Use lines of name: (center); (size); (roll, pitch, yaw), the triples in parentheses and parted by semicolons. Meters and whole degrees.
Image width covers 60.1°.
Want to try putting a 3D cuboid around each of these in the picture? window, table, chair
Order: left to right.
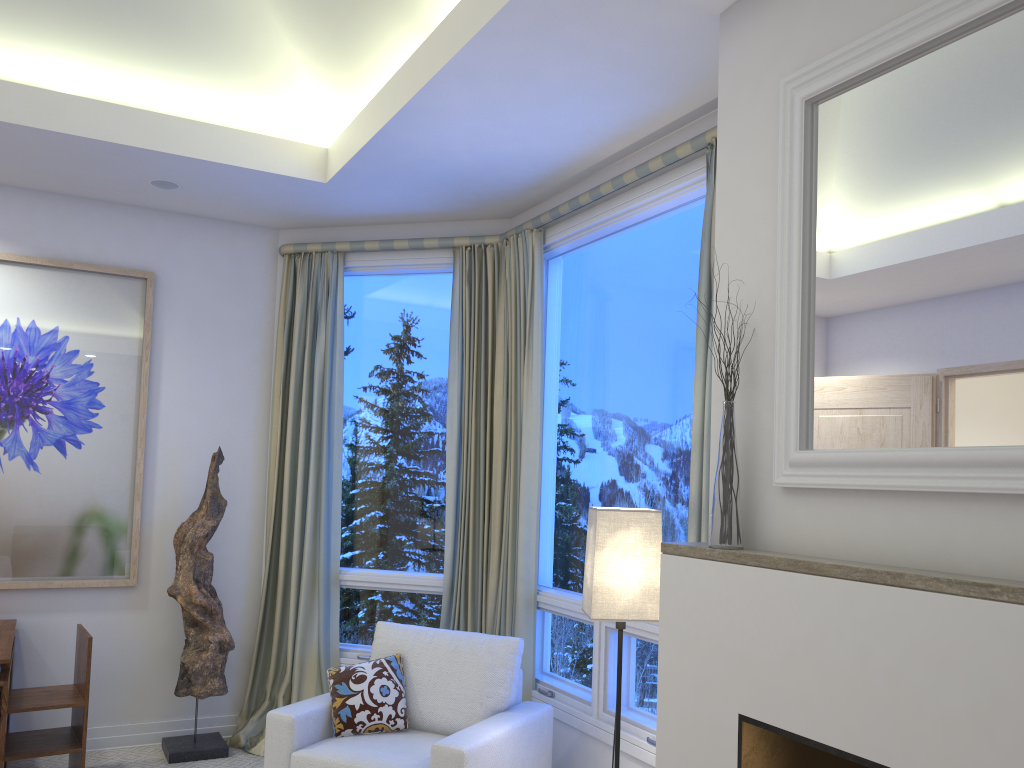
table: (-2.286, 1.257, 3.274); (0.741, 0.598, 0.902); (5, -6, -28)
chair: (-1.884, 1.290, 3.494); (0.341, 0.608, 0.341); (5, -5, -33)
chair: (-0.354, 1.258, 3.166); (0.806, 0.704, 0.690); (-1, -5, 27)
window: (0.457, 0.303, 3.319); (0.206, 2.020, 1.516); (4, -5, -28)
window: (0.814, 0.131, 1.646); (0.815, 2.018, 6.862); (4, -6, -28)

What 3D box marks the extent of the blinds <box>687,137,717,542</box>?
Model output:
blinds: (0.577, 0.396, 2.611); (0.228, 2.360, 0.662); (3, -4, -23)

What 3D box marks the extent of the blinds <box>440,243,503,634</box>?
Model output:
blinds: (-0.198, 0.519, 3.973); (0.524, 2.363, 0.270); (1, -3, 16)

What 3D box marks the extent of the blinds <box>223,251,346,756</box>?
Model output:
blinds: (-1.058, 0.511, 4.195); (0.642, 2.367, 0.295); (1, -3, 14)

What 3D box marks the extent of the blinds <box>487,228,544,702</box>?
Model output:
blinds: (-0.069, 0.509, 3.829); (0.267, 2.360, 0.525); (4, -4, -35)

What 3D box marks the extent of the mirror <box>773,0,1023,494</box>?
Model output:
mirror: (0.808, -0.269, 1.655); (0.039, 0.937, 0.842); (4, -5, -28)

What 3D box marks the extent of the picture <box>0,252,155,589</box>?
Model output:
picture: (-2.451, 0.136, 3.737); (1.683, 1.455, 0.030); (5, -4, -28)

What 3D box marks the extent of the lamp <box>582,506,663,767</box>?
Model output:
lamp: (0.131, 1.032, 3.220); (0.276, 1.201, 1.534); (3, -5, -15)

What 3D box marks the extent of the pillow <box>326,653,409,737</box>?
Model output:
pillow: (-0.527, 1.132, 3.239); (0.285, 0.271, 0.188); (4, -5, -18)

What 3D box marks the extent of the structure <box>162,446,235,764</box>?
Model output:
structure: (-1.417, 0.976, 4.047); (0.306, 1.389, 0.264); (4, -4, -27)

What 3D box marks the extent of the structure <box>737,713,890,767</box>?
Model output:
structure: (0.902, 1.014, 1.658); (0.476, 0.613, 0.877); (4, -6, -28)

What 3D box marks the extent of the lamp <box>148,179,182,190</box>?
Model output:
lamp: (-1.499, -0.854, 3.821); (0.137, 0.014, 0.137); (-2, -8, 34)

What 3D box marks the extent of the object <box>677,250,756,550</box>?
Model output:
object: (0.488, 0.037, 2.067); (0.189, 0.690, 0.194); (2, -3, 0)
